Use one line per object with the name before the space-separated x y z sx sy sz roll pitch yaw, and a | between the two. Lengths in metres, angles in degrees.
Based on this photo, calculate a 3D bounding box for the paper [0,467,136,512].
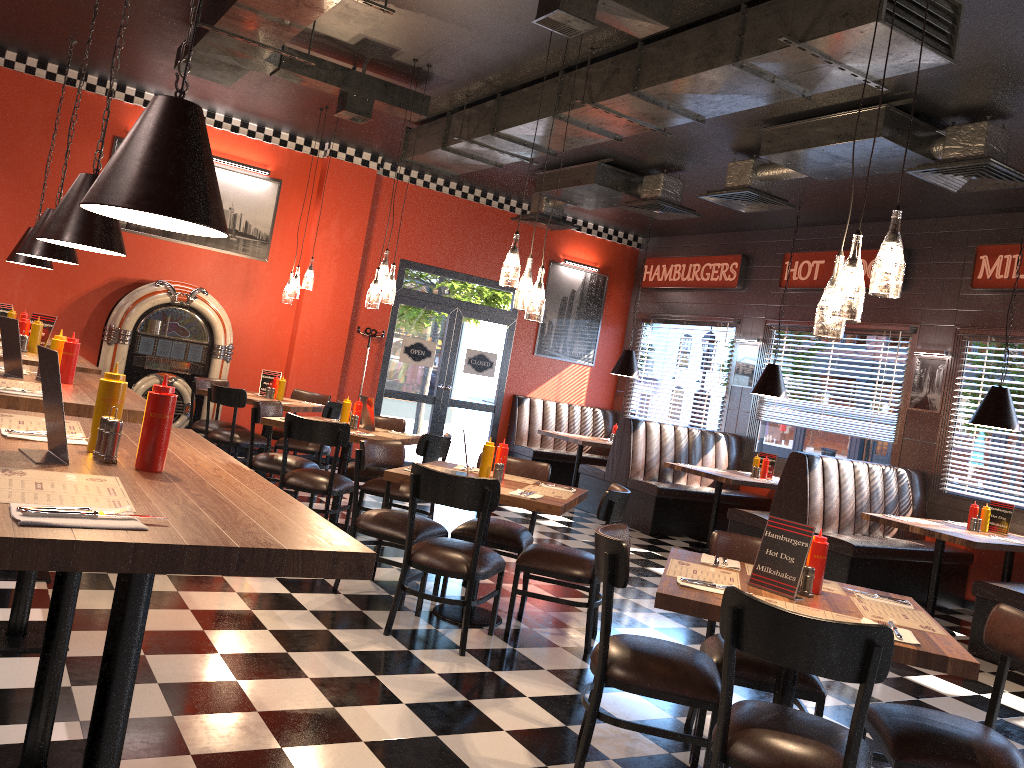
paper | -0.913 0.208 1.777 0.260 0.001 0.366 9 1 -29

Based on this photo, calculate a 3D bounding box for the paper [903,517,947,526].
paper | 3.350 1.122 7.266 0.364 0.001 0.262 9 1 -31

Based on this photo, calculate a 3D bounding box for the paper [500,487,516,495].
paper | -0.163 0.542 4.691 0.366 0.001 0.260 10 0 12

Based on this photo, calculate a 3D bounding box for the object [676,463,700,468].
object | 1.813 0.836 9.069 0.157 0.019 0.255 10 0 -26

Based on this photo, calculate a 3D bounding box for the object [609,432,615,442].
object | 1.281 0.669 11.201 0.093 0.136 0.047 10 -2 -31

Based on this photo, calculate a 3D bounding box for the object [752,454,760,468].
object | 2.550 0.849 9.258 0.068 0.238 0.067 8 -3 42

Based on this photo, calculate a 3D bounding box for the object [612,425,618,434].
object | 1.313 0.620 11.326 0.068 0.238 0.067 9 -2 27

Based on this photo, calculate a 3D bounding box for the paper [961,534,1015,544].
paper | 3.586 1.168 6.673 0.364 0.001 0.262 9 1 -34

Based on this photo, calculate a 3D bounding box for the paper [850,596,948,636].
paper | 1.353 0.814 3.126 0.261 0.001 0.364 10 0 14

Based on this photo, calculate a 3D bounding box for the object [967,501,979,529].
object | 3.770 1.074 7.240 0.068 0.238 0.068 10 -2 -8

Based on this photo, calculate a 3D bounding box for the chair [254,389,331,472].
chair | -2.211 0.502 9.065 0.487 0.869 0.542 9 -2 23

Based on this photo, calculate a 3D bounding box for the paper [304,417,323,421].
paper | -1.578 0.282 6.910 0.261 0.001 0.364 10 0 12

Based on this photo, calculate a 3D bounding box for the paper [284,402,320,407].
paper | -2.024 0.193 8.456 0.261 0.001 0.364 10 0 12

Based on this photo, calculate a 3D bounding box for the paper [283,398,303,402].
paper | -2.250 0.151 8.862 0.366 0.001 0.260 10 0 13

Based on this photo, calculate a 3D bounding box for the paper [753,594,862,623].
paper | 0.969 0.751 2.878 0.366 0.001 0.260 10 0 16

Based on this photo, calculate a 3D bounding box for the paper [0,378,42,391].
paper | -2.043 0.000 3.625 0.260 0.001 0.366 9 1 -29

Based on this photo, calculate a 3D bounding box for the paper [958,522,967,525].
paper | 3.991 1.229 7.669 0.364 0.001 0.262 9 1 -30

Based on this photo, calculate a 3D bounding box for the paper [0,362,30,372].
paper | -2.564 -0.096 4.438 0.260 0.001 0.366 9 1 -29

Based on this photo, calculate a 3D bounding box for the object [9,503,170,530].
object | -0.745 0.230 1.571 0.254 0.019 0.158 9 1 -35

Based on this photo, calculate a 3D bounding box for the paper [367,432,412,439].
paper | -0.932 0.394 6.769 0.261 0.001 0.364 10 0 12

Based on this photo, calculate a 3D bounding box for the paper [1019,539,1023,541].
paper | 4.277 1.282 7.089 0.364 0.001 0.262 9 1 -30

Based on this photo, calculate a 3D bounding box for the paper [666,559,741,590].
paper | 0.710 0.703 3.279 0.261 0.001 0.364 10 0 13

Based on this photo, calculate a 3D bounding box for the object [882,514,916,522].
object | 3.121 1.076 7.103 0.157 0.019 0.256 9 1 -31

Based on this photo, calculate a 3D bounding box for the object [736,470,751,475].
object | 2.534 0.956 9.511 0.157 0.019 0.256 9 1 -33

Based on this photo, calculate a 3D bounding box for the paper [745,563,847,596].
paper | 1.112 0.770 3.502 0.366 0.001 0.260 10 0 13

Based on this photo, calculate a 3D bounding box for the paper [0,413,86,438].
paper | -1.404 0.117 2.601 0.260 0.001 0.366 9 1 -29

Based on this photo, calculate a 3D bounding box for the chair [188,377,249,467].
chair | -2.854 0.396 8.566 0.546 0.869 0.484 9 -2 23

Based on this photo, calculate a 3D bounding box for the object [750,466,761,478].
object | 2.522 0.898 9.159 0.094 0.136 0.046 9 -2 28

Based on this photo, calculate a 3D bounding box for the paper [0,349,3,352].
paper | -3.165 -0.207 5.446 0.260 0.001 0.366 9 1 -29

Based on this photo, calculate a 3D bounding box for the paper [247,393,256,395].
paper | -2.641 0.086 8.599 0.261 0.001 0.364 10 0 15

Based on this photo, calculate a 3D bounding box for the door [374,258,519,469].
door | -0.829 -0.145 11.270 1.793 2.576 0.128 10 -2 -31

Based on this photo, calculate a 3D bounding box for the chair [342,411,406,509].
chair | -1.173 0.694 7.265 0.486 0.869 0.544 10 -1 -9

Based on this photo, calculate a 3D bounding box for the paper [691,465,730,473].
paper | 2.045 0.883 9.238 0.364 0.001 0.262 9 1 -30

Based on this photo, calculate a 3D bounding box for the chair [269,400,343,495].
chair | -1.923 0.557 8.397 0.544 0.869 0.486 10 -1 0

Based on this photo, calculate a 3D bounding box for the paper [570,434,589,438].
paper | 0.800 0.653 11.273 0.364 0.001 0.262 9 1 -31

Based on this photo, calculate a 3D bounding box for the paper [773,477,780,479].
paper | 2.738 0.998 9.651 0.364 0.001 0.262 9 1 -34

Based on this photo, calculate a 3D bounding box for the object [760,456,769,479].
object | 2.641 0.865 9.242 0.068 0.238 0.067 8 -3 42

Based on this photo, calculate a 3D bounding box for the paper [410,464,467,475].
paper | -0.420 0.495 5.076 0.261 0.001 0.364 10 0 14

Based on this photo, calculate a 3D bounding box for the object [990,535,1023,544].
object | 3.792 1.193 6.815 0.157 0.019 0.256 9 1 -33

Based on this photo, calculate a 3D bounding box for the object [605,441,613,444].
object | 1.245 0.724 10.825 0.157 0.019 0.256 9 1 -33

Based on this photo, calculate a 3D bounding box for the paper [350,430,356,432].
paper | -1.312 0.331 6.514 0.366 0.001 0.260 10 0 15

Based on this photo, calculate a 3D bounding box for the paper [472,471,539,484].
paper | -0.034 0.559 5.347 0.366 0.001 0.260 10 0 12

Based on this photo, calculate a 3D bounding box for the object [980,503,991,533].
object | 3.862 1.090 7.232 0.068 0.238 0.068 10 -2 -8

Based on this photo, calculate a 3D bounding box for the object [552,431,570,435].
object | 0.633 0.617 11.155 0.157 0.019 0.256 9 1 -31

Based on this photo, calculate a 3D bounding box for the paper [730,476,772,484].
paper | 2.328 0.936 8.657 0.364 0.001 0.262 9 1 -30

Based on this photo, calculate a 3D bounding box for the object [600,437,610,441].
object | 1.261 0.721 11.530 0.157 0.019 0.256 9 1 -36

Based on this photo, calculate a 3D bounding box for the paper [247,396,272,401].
paper | -2.391 0.132 8.209 0.366 0.001 0.260 10 0 13

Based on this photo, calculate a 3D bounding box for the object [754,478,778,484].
object | 2.511 0.958 8.806 0.157 0.019 0.256 9 1 -36

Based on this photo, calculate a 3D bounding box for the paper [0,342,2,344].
paper | -3.644 -0.295 6.230 0.260 0.001 0.366 9 1 -29

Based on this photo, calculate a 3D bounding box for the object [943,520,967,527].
object | 3.812 1.191 7.520 0.157 0.019 0.256 9 1 -36

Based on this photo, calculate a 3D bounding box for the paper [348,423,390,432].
paper | -1.181 0.348 7.140 0.366 0.001 0.260 10 0 12

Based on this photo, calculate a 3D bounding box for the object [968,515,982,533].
object | 3.743 1.123 7.149 0.093 0.136 0.046 10 -2 -6

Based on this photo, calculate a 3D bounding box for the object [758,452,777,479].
object | 2.696 0.863 9.408 0.189 0.257 0.072 9 -2 28

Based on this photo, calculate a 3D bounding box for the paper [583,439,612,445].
paper | 1.040 0.699 10.682 0.364 0.001 0.262 9 1 -34

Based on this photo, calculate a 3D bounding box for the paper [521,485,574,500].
paper | 0.199 0.602 4.945 0.261 0.001 0.364 10 0 11

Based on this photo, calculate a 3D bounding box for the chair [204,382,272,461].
chair | -2.529 0.456 8.056 0.488 0.869 0.542 9 -2 33

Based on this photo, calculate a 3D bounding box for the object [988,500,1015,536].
object | 4.048 1.111 7.363 0.072 0.257 0.189 11 -2 -42
